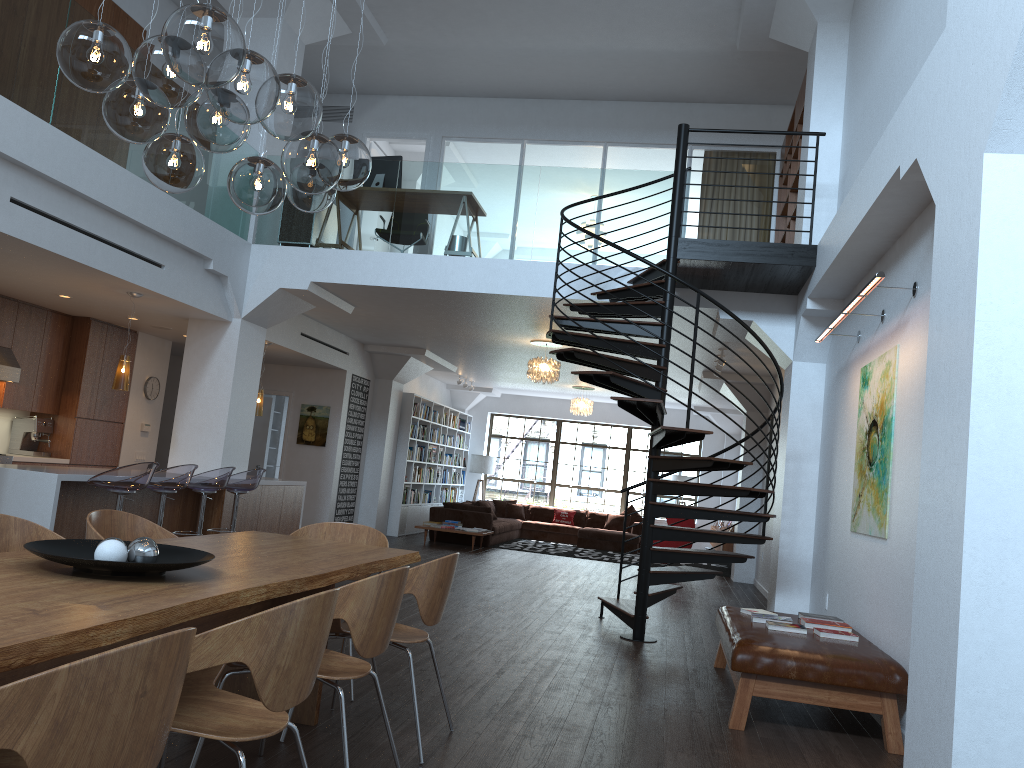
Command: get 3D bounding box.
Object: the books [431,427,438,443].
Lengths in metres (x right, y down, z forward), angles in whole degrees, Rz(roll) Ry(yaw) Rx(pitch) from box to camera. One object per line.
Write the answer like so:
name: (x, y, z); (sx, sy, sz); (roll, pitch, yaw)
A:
books: (-1.499, 0.971, 16.798); (0.176, 0.290, 0.053); (5, -6, 11)

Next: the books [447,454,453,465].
books: (-1.290, 1.539, 18.080); (0.140, 0.231, 0.042); (5, -6, 11)

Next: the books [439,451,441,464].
books: (-1.471, 1.408, 17.108); (0.174, 0.251, 0.051); (5, -6, 11)

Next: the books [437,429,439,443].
books: (-1.493, 0.981, 16.858); (0.197, 0.283, 0.065); (5, -6, 11)

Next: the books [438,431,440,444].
books: (-1.468, 1.008, 16.925); (0.159, 0.250, 0.026); (5, -6, 11)

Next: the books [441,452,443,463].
books: (-1.447, 1.432, 17.278); (0.171, 0.246, 0.036); (5, -6, 11)

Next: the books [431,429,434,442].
books: (-1.551, 0.951, 16.477); (0.182, 0.253, 0.034); (5, -6, 11)

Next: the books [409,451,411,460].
books: (-1.797, 1.226, 15.207); (0.110, 0.153, 0.019); (5, -6, 11)

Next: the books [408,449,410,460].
books: (-1.822, 1.202, 15.150); (0.134, 0.184, 0.030); (5, -6, 11)

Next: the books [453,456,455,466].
books: (-1.263, 1.566, 18.275); (0.161, 0.223, 0.032); (5, -6, 11)

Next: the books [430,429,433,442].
books: (-1.568, 0.946, 16.378); (0.174, 0.239, 0.045); (5, -6, 11)

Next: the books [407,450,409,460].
books: (-1.823, 1.200, 15.102); (0.128, 0.178, 0.022); (5, -6, 11)

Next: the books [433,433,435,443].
books: (-1.528, 0.982, 16.602); (0.161, 0.223, 0.027); (5, -6, 11)

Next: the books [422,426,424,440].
books: (-1.676, 0.875, 15.872); (0.183, 0.253, 0.042); (5, -6, 11)

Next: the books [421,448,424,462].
books: (-1.679, 1.271, 15.944); (0.174, 0.239, 0.045); (5, -6, 11)

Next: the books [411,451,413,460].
books: (-1.777, 1.230, 15.294); (0.107, 0.167, 0.017); (5, -6, 11)

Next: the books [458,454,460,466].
books: (-1.197, 1.599, 18.663); (0.183, 0.253, 0.042); (5, -6, 11)

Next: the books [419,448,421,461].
books: (-1.719, 1.254, 15.778); (0.167, 0.230, 0.037); (5, -6, 11)

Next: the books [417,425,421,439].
books: (-1.714, 0.847, 15.638); (0.183, 0.253, 0.042); (5, -6, 11)

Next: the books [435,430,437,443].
books: (-1.510, 0.987, 16.719); (0.174, 0.239, 0.045); (5, -6, 11)

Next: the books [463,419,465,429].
books: (-1.111, 0.863, 18.805); (0.183, 0.253, 0.042); (5, -6, 11)

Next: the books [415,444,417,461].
books: (-1.760, 1.194, 15.532); (0.176, 0.290, 0.053); (5, -6, 11)

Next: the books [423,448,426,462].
books: (-1.661, 1.274, 16.015); (0.182, 0.253, 0.034); (5, -6, 11)

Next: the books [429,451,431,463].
books: (-1.592, 1.337, 16.416); (0.161, 0.223, 0.032); (5, -6, 11)

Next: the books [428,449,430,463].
books: (-1.609, 1.320, 16.344); (0.174, 0.240, 0.054); (5, -6, 11)

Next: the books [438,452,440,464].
books: (-1.481, 1.418, 17.067); (0.161, 0.223, 0.030); (5, -6, 11)

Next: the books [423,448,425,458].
books: (-1.678, 1.269, 15.984); (0.182, 0.253, 0.034); (5, -6, 11)

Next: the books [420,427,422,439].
books: (-1.695, 0.863, 15.761); (0.160, 0.251, 0.039); (5, -6, 11)

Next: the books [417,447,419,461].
books: (-1.737, 1.232, 15.654); (0.170, 0.245, 0.057); (5, -6, 11)

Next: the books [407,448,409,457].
books: (-1.836, 1.184, 15.051); (0.136, 0.196, 0.045); (5, -6, 11)

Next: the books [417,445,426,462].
books: (-1.659, 1.262, 16.080); (0.176, 0.294, 0.102); (5, -6, 11)

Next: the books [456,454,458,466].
books: (-1.227, 1.582, 18.501); (0.171, 0.246, 0.039); (5, -6, 11)

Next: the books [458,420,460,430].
books: (-1.165, 0.834, 18.429); (0.161, 0.223, 0.032); (5, -6, 11)

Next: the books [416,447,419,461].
books: (-1.743, 1.229, 15.603); (0.174, 0.239, 0.045); (5, -6, 11)

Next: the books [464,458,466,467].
books: (-1.094, 1.686, 19.211); (0.182, 0.215, 0.188); (5, -6, 11)

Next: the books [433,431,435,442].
books: (-1.535, 0.978, 16.576); (0.161, 0.223, 0.026); (5, -6, 11)

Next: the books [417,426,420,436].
books: (-1.732, 0.845, 15.549); (0.174, 0.236, 0.142); (5, -6, 11)

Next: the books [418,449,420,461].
books: (-1.720, 1.252, 15.718); (0.161, 0.223, 0.027); (5, -6, 11)

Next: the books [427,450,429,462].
books: (-1.618, 1.323, 16.301); (0.161, 0.223, 0.032); (5, -6, 11)

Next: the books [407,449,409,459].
books: (-1.832, 1.186, 15.084); (0.127, 0.200, 0.020); (5, -6, 11)

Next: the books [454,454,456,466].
books: (-1.254, 1.563, 18.318); (0.174, 0.240, 0.054); (5, -6, 11)

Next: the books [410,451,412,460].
books: (-1.792, 1.224, 15.245); (0.120, 0.167, 0.020); (5, -6, 11)

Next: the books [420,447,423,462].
books: (-1.697, 1.252, 15.846); (0.182, 0.253, 0.034); (5, -6, 11)

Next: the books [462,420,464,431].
books: (-1.125, 0.858, 18.763); (0.183, 0.253, 0.042); (5, -6, 11)

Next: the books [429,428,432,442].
books: (-1.576, 0.931, 16.306); (0.182, 0.253, 0.034); (5, -6, 11)

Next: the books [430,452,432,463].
books: (-1.569, 1.365, 16.570); (0.161, 0.207, 0.135); (5, -6, 10)

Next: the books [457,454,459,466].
books: (-1.218, 1.585, 18.580); (0.180, 0.259, 0.042); (5, -6, 11)

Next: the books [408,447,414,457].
books: (-1.784, 1.201, 15.334); (0.140, 0.231, 0.042); (5, -6, 11)

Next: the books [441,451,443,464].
books: (-1.443, 1.434, 17.315); (0.160, 0.251, 0.036); (5, -6, 11)

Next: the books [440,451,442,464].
books: (-1.463, 1.422, 17.212); (0.183, 0.253, 0.039); (5, -6, 11)

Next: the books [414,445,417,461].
books: (-1.775, 1.190, 15.473); (0.197, 0.283, 0.065); (5, -6, 11)

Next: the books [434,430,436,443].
books: (-1.522, 0.978, 16.670); (0.170, 0.245, 0.057); (5, -6, 11)

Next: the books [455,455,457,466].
books: (-1.237, 1.581, 18.390); (0.161, 0.223, 0.032); (5, -6, 11)

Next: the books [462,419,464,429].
books: (-1.126, 0.853, 18.719); (0.183, 0.253, 0.042); (5, -6, 11)

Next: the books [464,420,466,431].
books: (-1.088, 0.879, 18.933); (0.183, 0.253, 0.042); (5, -6, 11)

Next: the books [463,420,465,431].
books: (-1.103, 0.869, 18.848); (0.183, 0.253, 0.042); (5, -6, 11)

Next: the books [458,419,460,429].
books: (-1.179, 0.829, 18.400); (0.161, 0.223, 0.033); (5, -6, 11)
